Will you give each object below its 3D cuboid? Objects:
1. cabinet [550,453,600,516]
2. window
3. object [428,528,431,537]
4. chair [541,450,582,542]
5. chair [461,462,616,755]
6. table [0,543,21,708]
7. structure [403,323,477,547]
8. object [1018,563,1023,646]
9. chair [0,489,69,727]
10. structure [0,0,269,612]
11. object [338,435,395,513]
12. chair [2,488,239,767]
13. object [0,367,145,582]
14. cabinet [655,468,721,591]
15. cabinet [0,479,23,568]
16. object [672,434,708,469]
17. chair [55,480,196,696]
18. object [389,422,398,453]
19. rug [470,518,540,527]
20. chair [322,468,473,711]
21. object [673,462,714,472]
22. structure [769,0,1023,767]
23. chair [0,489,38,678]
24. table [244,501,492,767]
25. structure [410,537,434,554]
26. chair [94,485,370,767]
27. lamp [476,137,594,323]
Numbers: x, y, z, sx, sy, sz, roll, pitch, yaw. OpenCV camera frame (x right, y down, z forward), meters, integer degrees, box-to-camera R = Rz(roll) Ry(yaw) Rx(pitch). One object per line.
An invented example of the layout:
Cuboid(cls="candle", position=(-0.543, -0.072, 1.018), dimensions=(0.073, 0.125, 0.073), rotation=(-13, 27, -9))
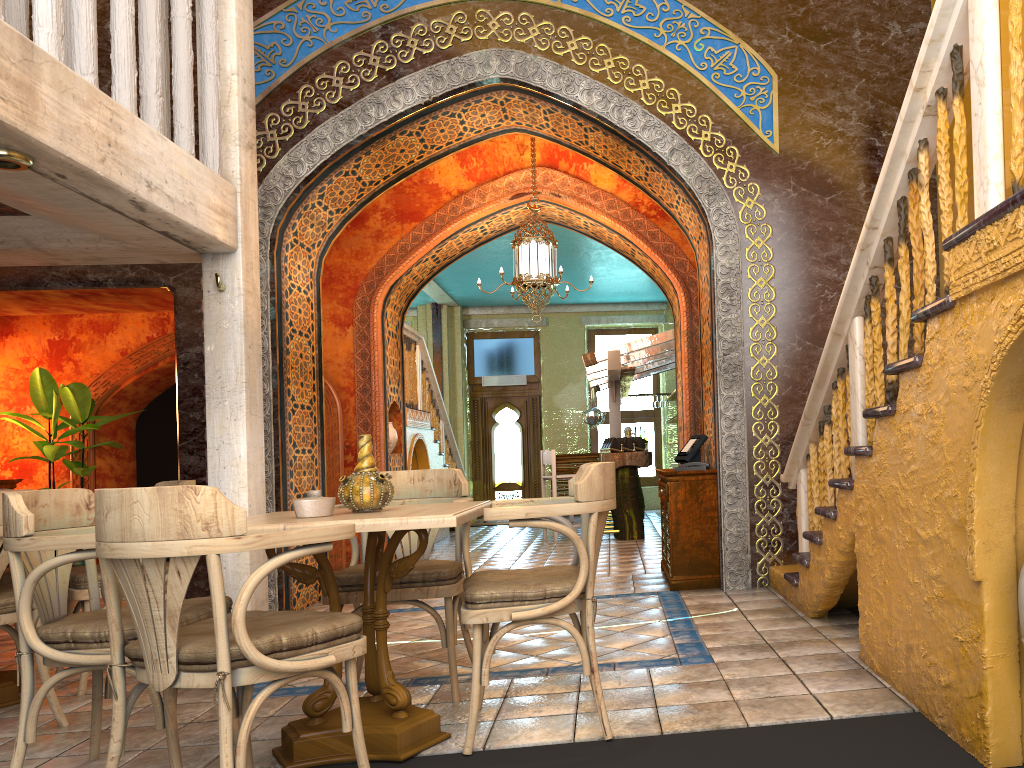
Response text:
Cuboid(cls="cabinet", position=(1.342, 2.103, 17.730), dimensions=(1.140, 1.305, 0.603), rotation=(-2, -1, -4))
Cuboid(cls="window", position=(2.440, 0.508, 18.312), dimensions=(1.570, 3.422, 0.086), rotation=(-2, 0, -7))
Cuboid(cls="object", position=(-1.261, 1.892, 11.936), dimensions=(0.151, 0.555, 0.880), rotation=(-3, -4, 6))
Cuboid(cls="chair", position=(0.757, 1.621, 12.484), dimensions=(0.544, 1.337, 0.457), rotation=(-2, -1, -26))
Cuboid(cls="chair", position=(0.139, 0.963, 3.902), dimensions=(0.724, 1.180, 0.753), rotation=(-2, -2, -6))
Cuboid(cls="table", position=(-3.025, 1.288, 4.667), dimensions=(1.114, 0.949, 0.884), rotation=(0, -3, -35))
Cuboid(cls="structure", position=(-1.960, 1.019, 13.959), dimensions=(1.807, 3.142, 5.853), rotation=(-3, -4, 5))
Cuboid(cls="object", position=(2.098, 0.886, 2.908), dimensions=(0.723, 0.930, 0.670), rotation=(-2, -2, -7))
Cuboid(cls="chair", position=(-2.648, 1.113, 4.112), dimensions=(0.874, 1.180, 0.616), rotation=(-1, -2, -41))
Cuboid(cls="structure", position=(-6.861, -1.481, 1.139), dimensions=(10.006, 6.491, 6.805), rotation=(-2, -3, -3))
Cuboid(cls="object", position=(-0.635, 0.389, 3.708), dimensions=(0.227, 0.335, 0.236), rotation=(-3, -2, 8))
Cuboid(cls="chair", position=(-1.554, 0.996, 3.381), dimensions=(0.724, 1.180, 0.753), rotation=(-2, -2, -6))
Cuboid(cls="object", position=(-4.851, 1.076, 9.413), dimensions=(1.089, 2.424, 1.318), rotation=(-3, -2, 25))
Cuboid(cls="cabinet", position=(1.654, 1.336, 8.081), dimensions=(0.496, 1.053, 1.488), rotation=(-3, -4, 5))
Cuboid(cls="cabinet", position=(-5.737, 1.620, 8.580), dimensions=(0.619, 1.258, 1.463), rotation=(-3, -3, 4))
Cuboid(cls="object", position=(1.668, 0.639, 7.996), dimensions=(0.264, 0.318, 0.438), rotation=(-2, -4, -7))
Cuboid(cls="chair", position=(-2.330, 1.197, 5.216), dimensions=(0.780, 1.180, 0.690), rotation=(-1, -2, -41))
Cuboid(cls="object", position=(-1.561, 0.672, 10.629), dimensions=(0.238, 0.384, 0.265), rotation=(-3, -2, 17))
Cuboid(cls="rug", position=(-0.085, 2.710, 16.957), dimensions=(1.324, 0.039, 2.387), rotation=(-3, -5, 3))
Cuboid(cls="chair", position=(-0.581, 1.056, 4.565), dimensions=(0.797, 1.180, 0.684), rotation=(-2, -2, -2))
Cuboid(cls="object", position=(1.605, 0.737, 7.541), dimensions=(0.383, 0.087, 0.341), rotation=(-4, -5, 14))
Cuboid(cls="structure", position=(2.789, -0.017, 4.905), dimensions=(1.847, 3.141, 6.439), rotation=(-3, -4, 5))
Cuboid(cls="chair", position=(-3.397, 1.251, 5.260), dimensions=(0.872, 1.180, 0.617), rotation=(-1, -2, -37))
Cuboid(cls="table", position=(-0.674, 1.063, 3.705), dimensions=(1.072, 1.004, 1.042), rotation=(-2, -3, 0))
Cuboid(cls="structure", position=(-1.265, 1.982, 11.950), dimensions=(0.109, 0.688, 1.009), rotation=(-3, -4, 6))
Cuboid(cls="chair", position=(-0.975, 0.926, 2.909), dimensions=(0.710, 1.180, 0.762), rotation=(-3, -2, 29))
Cuboid(cls="lamp", position=(0.242, -1.860, 9.441), dimensions=(1.311, 2.367, 1.109), rotation=(-3, -1, -1))
